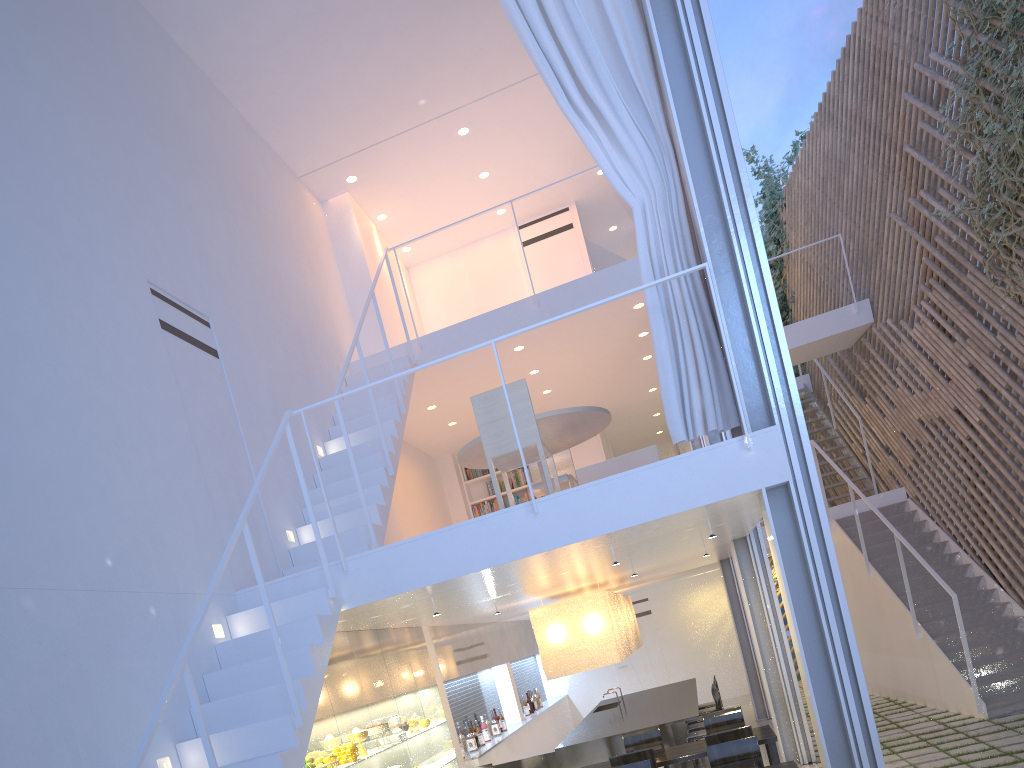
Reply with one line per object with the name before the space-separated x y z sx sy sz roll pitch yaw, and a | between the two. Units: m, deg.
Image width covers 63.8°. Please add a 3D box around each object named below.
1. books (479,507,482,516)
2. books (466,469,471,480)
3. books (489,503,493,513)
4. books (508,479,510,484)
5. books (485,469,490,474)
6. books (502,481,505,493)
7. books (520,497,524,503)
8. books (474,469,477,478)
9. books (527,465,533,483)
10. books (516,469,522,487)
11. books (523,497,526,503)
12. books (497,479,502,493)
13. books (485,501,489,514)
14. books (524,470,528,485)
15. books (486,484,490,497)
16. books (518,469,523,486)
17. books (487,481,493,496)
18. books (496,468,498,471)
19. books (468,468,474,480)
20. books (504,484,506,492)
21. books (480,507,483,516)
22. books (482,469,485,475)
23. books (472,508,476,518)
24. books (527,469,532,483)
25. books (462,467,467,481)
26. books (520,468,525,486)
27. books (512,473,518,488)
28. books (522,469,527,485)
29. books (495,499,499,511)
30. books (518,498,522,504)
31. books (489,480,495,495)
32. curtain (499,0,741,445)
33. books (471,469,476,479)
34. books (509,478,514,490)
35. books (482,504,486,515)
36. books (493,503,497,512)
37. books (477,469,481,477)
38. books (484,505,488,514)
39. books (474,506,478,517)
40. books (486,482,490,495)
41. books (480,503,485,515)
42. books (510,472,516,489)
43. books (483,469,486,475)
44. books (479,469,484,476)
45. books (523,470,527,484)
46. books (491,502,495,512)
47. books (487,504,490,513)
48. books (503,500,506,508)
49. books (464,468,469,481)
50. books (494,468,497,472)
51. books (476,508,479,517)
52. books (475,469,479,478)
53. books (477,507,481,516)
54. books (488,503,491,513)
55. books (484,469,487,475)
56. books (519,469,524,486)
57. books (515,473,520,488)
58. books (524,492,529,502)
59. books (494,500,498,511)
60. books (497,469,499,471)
books | -0.232 1.039 6.534 0.006 0.120 0.096 -14 -5 8
books | -0.335 0.731 6.536 0.021 0.096 0.063 -14 -3 9
books | -0.153 1.009 6.514 0.007 0.125 0.096 -14 -4 8
books | -0.023 0.804 6.484 0.041 0.099 0.063 -14 -3 10
books | -0.204 0.658 6.489 0.025 0.141 0.084 -14 -2 9
books | -0.064 0.818 6.494 0.041 0.099 0.063 -14 -3 10
books | 0.094 0.944 6.472 0.021 0.096 0.063 -14 -3 9
books | -0.286 0.686 6.509 0.011 0.141 0.086 -14 -2 8
books | -0.317 1.107 4.878 0.031 1.628 3.616 -13 -13 19
books | 0.062 0.744 6.449 0.011 0.149 0.082 -14 -1 8
books | 0.113 0.937 6.467 0.021 0.096 0.063 -14 -3 9
books | -0.444 1.164 4.905 0.031 1.596 3.620 -13 -13 15
books | -0.179 1.007 6.523 0.015 0.149 0.087 -14 -2 8
books | -0.304 1.098 4.860 0.035 1.571 3.641 -13 -13 18
books | -0.484 1.166 4.909 0.082 1.567 3.636 -14 -14 12
books | -0.329 1.120 4.896 0.024 1.619 3.578 -13 -13 17
books | -0.449 1.149 4.913 0.028 1.559 3.603 -14 -14 12
books | -0.119 0.642 6.472 0.007 0.117 0.081 -14 -3 8
books | -0.319 0.708 6.526 0.021 0.127 0.070 -14 -1 9
books | -0.044 0.810 6.487 0.041 0.099 0.063 -14 -3 10
books | -0.224 1.040 6.540 0.007 0.117 0.081 -14 -3 8
books | -0.229 0.667 6.496 0.025 0.141 0.084 -14 -2 9
books | -0.282 1.054 6.546 0.015 0.125 0.095 -14 -4 8
books | -0.308 1.083 4.867 0.030 1.540 3.625 -13 -13 18
books | -0.366 0.715 6.527 0.015 0.138 0.089 -14 -3 8
books | -0.325 1.118 4.895 0.024 1.620 3.579 -13 -13 18
books | -0.366 1.113 4.857 0.127 1.569 3.669 -13 -13 17
books | 0.104 0.737 6.434 0.008 0.131 0.096 -14 -4 8
books | -0.100 0.983 6.503 0.009 0.142 0.090 -14 -2 8
books | 0.074 0.951 6.477 0.021 0.096 0.063 -14 -3 9
books | -0.450 1.157 4.888 0.040 1.590 3.659 -13 -13 13
curtain | 0.172 -0.934 2.514 0.525 2.366 0.095 -14 4 10
books | -0.299 0.701 6.521 0.021 0.127 0.070 -14 -1 9
books | -0.003 0.797 6.478 0.041 0.099 0.063 -14 -3 10
books | -0.206 1.023 6.535 0.015 0.139 0.079 -14 -2 8
books | -0.119 1.003 6.512 0.019 0.118 0.085 -14 -4 8
books | -0.256 0.686 6.500 0.021 0.120 0.093 -14 -4 8
books | -0.191 1.024 6.527 0.015 0.123 0.089 -14 -4 8
books | -0.269 1.043 6.546 0.015 0.138 0.089 -14 -3 8
books | -0.469 1.165 4.906 0.041 1.593 3.613 -14 -13 12
books | -0.220 1.022 6.536 0.011 0.149 0.082 -14 -1 8
books | 0.018 0.766 6.462 0.015 0.139 0.079 -14 -2 8
books | -0.221 0.664 6.494 0.025 0.141 0.084 -14 -2 9
books | -0.243 0.678 6.494 0.007 0.125 0.096 -14 -4 8
books | -0.336 1.127 4.889 0.026 1.604 3.602 -13 -13 19
books | -0.137 1.007 6.523 0.021 0.127 0.070 -14 -1 9
books | -0.167 1.014 6.518 0.005 0.125 0.096 -14 -4 8
books | -0.055 0.979 6.502 0.007 0.126 0.072 -14 -2 8
books | -0.355 0.719 6.522 0.006 0.120 0.096 -14 -5 8
books | -0.135 0.630 6.470 0.015 0.149 0.087 -14 -2 8
books | -0.257 1.050 6.543 0.007 0.118 0.091 -14 -4 8
books | -0.275 0.679 6.507 0.011 0.149 0.082 -14 -1 8
books | -0.244 1.044 6.539 0.021 0.120 0.093 -14 -4 8
books | -0.162 1.009 6.516 0.008 0.131 0.096 -14 -4 8
books | -0.212 0.661 6.492 0.025 0.141 0.084 -14 -2 9
books | -0.336 1.124 4.897 0.024 1.616 3.581 -13 -13 18
books | -0.356 1.140 4.901 0.031 1.596 3.586 -13 -13 17
books | 0.127 0.915 6.447 0.021 0.120 0.093 -14 -4 8
books | -0.109 0.988 6.506 0.010 0.137 0.089 -14 -3 8
books | -0.114 0.628 6.465 0.010 0.137 0.089 -14 -3 8
